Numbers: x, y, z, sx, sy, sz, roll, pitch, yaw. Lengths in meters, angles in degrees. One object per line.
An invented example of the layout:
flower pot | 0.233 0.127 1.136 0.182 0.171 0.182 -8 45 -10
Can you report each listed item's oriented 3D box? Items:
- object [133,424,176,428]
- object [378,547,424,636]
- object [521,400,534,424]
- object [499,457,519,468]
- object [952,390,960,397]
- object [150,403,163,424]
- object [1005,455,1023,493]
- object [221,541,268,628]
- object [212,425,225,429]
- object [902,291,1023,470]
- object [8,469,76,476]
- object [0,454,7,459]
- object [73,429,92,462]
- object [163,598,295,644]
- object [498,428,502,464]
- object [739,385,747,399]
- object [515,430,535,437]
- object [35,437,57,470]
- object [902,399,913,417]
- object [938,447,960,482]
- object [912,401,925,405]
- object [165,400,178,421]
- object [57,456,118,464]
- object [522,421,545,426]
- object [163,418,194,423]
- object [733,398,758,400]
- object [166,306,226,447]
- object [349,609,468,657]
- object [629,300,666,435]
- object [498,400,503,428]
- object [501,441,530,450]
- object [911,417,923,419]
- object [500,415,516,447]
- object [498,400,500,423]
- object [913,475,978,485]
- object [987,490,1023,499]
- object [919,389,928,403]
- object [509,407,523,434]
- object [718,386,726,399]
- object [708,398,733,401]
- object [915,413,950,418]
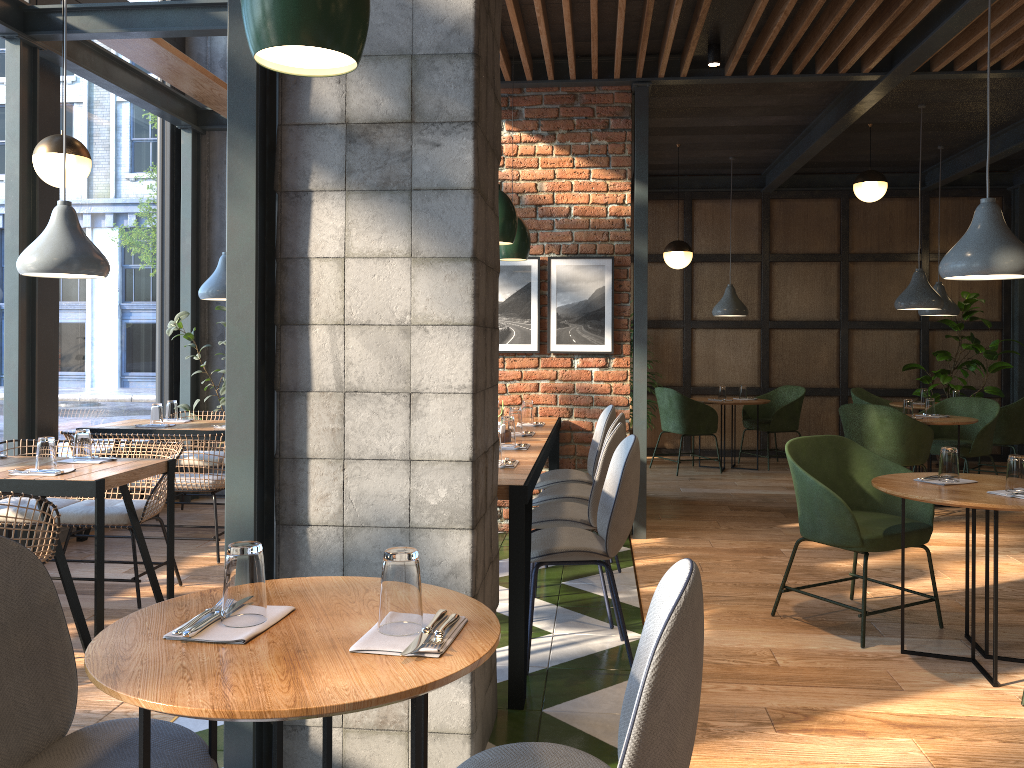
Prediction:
object | -2.273 0.260 5.622 0.242 0.019 0.157 1 3 4
object | -0.194 0.359 1.550 0.080 0.138 0.080 0 1 -26
object | 0.091 0.165 5.239 0.080 0.138 0.080 0 1 -21
object | -0.058 0.313 3.521 0.157 0.019 0.243 1 3 6
object | 4.095 0.124 8.169 0.080 0.138 0.080 0 1 13
object | -2.264 0.192 5.645 0.080 0.138 0.080 1 1 37
object | 1.932 0.343 3.388 0.080 0.138 0.080 0 1 -12
object | -0.480 0.356 1.590 0.080 0.138 0.080 0 1 -16
object | -1.763 0.265 5.573 0.242 0.019 0.157 1 3 6
object | 4.531 -0.042 8.884 1.057 1.794 0.722 1 0 16
object | -1.941 0.357 3.643 0.242 0.019 0.157 1 3 4
object | -2.438 0.334 4.052 0.242 0.019 0.157 1 3 5
object | -1.929 0.274 3.978 0.080 0.138 0.080 0 1 -19
object | -0.501 0.421 1.606 0.157 0.019 0.243 1 3 11
object | -0.079 0.245 3.545 0.080 0.138 0.080 1 1 29
object | 2.317 0.080 8.879 0.080 0.138 0.080 0 1 -16
object | 0.038 0.258 4.671 0.157 0.019 0.243 1 3 6
object | -1.927 0.290 3.665 0.080 0.138 0.080 0 1 7
object | 3.026 0.186 6.772 0.080 0.138 0.080 1 1 43
object | 1.797 0.330 3.642 0.080 0.138 0.080 0 1 -12
object | 3.894 0.178 8.407 0.243 0.019 0.157 -2 4 -40
object | -2.279 0.178 5.935 0.080 0.138 0.080 0 1 -21
object | -1.905 0.340 3.999 0.242 0.019 0.157 1 3 8
object | 0.112 0.232 5.216 0.157 0.019 0.243 1 3 6
object | -2.256 0.244 5.957 0.242 0.019 0.157 1 3 6
object | 2.347 0.147 8.872 0.157 0.019 0.243 -1 3 -29
object | -2.106 0.170 6.747 0.860 1.497 0.898 1 1 24
object | -0.176 0.427 1.525 0.157 0.019 0.243 1 3 11
object | 1.094 -0.040 9.190 0.978 1.722 0.914 0 1 -29
object | -0.093 0.140 4.343 0.115 0.282 0.128 0 0 1
object | 0.000 0.285 4.104 0.157 0.019 0.243 1 3 6
object | 2.999 0.252 6.771 0.157 0.019 0.243 -1 3 -30
object | -0.021 0.218 4.127 0.080 0.138 0.080 0 1 -31
object | -0.109 0.163 5.261 0.080 0.138 0.080 1 1 27
object | 1.805 0.394 3.673 0.242 0.019 0.157 -1 3 -25
object | 1.931 0.410 3.362 0.242 0.019 0.157 -1 3 -25
object | 3.900 0.113 8.381 0.080 0.138 0.080 0 1 -17
object | 0.018 0.191 4.694 0.080 0.138 0.080 0 1 -21
object | 2.072 0.086 8.728 0.080 0.138 0.080 0 1 -16
object | 2.045 0.152 8.727 0.157 0.019 0.243 -1 3 -29
object | 3.299 0.246 6.921 0.157 0.019 0.243 -1 3 -30
